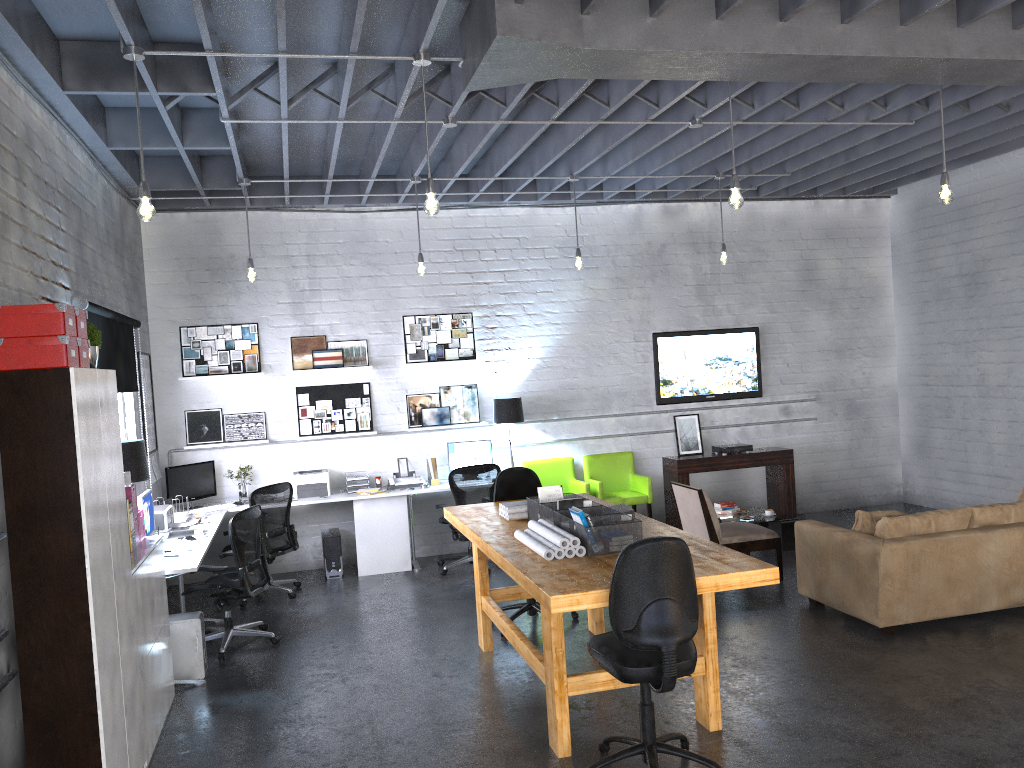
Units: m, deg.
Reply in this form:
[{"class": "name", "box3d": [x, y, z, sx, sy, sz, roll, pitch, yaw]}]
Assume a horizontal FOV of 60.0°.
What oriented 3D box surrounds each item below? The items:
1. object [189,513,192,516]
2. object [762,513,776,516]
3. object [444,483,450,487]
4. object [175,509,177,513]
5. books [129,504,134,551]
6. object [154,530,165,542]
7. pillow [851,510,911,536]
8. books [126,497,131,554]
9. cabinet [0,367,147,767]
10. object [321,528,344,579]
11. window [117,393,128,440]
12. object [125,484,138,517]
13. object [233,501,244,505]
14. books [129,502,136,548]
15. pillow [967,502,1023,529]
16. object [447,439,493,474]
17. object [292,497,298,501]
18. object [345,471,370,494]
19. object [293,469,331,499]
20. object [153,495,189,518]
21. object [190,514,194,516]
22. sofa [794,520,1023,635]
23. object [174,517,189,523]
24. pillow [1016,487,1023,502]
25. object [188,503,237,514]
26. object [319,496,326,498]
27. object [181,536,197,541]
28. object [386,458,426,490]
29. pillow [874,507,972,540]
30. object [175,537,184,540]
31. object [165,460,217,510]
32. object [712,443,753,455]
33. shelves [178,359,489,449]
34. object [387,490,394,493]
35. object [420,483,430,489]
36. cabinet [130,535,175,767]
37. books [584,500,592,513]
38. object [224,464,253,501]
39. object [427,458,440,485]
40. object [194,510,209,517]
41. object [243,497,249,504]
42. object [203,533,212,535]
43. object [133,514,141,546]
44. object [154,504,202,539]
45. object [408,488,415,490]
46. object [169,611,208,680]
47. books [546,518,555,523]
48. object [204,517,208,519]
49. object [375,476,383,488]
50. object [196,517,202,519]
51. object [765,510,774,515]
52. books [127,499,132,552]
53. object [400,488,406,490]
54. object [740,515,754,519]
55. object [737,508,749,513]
[{"class": "object", "box3d": [-2.933, 1.182, 8.034, 0.048, 0.012, 0.111, -4, 1, -34]}, {"class": "object", "box3d": [2.556, 1.301, 8.807, 0.131, 0.016, 0.131, -4, 1, -7]}, {"class": "object", "box3d": [-0.465, 0.999, 8.949, 0.422, 0.028, 0.181, -4, 1, -19]}, {"class": "object", "box3d": [-3.111, 1.130, 8.025, 0.155, 0.141, 0.088, -4, 2, 1]}, {"class": "books", "box3d": [-2.298, 0.833, 5.081, 0.219, 0.267, 0.060, -4, 2, -9]}, {"class": "object", "box3d": [-2.676, 1.152, 6.675, 0.082, 0.091, 0.090, -3, 2, 11]}, {"class": "pillow", "box3d": [2.637, 1.079, 6.358, 0.523, 0.403, 0.319, -4, 2, 6]}, {"class": "books", "box3d": [-2.253, 0.794, 4.963, 0.197, 0.339, 0.065, -4, 2, -14]}, {"class": "cabinet", "box3d": [-1.944, 0.962, 3.992, 0.291, 2.048, 0.873, -4, 2, -14]}, {"class": "object", "box3d": [-1.792, 1.682, 8.829, 0.180, 0.411, 0.476, -4, 2, -14]}, {"class": "window", "box3d": [-3.083, 0.201, 6.645, 0.030, 1.220, 1.821, -4, 1, -14]}, {"class": "object", "box3d": [-2.351, 0.701, 5.260, 0.214, 0.177, 0.161, -4, 2, -14]}, {"class": "object", "box3d": [-2.628, 1.142, 8.512, 0.114, 0.036, 0.058, -3, 1, 26]}, {"class": "books", "box3d": [-2.313, 0.831, 5.140, 0.220, 0.271, 0.082, -4, 2, -14]}, {"class": "pillow", "box3d": [3.477, 1.027, 6.346, 0.666, 0.402, 0.291, -4, 2, -14]}, {"class": "object", "box3d": [-0.437, 0.797, 9.248, 0.465, 0.417, 0.212, -4, 2, -9]}, {"class": "object", "box3d": [-2.140, 1.117, 8.573, 0.103, 0.021, 0.131, -4, 1, -34]}, {"class": "object", "box3d": [-1.569, 0.993, 8.984, 0.229, 0.181, 0.316, -4, 1, -14]}, {"class": "object", "box3d": [-2.007, 0.995, 8.882, 0.351, 0.235, 0.350, -4, 1, -14]}, {"class": "object", "box3d": [-2.987, 1.096, 7.711, 0.324, 0.208, 0.233, -4, 2, -14]}, {"class": "object", "box3d": [-2.898, 1.179, 7.921, 0.138, 0.020, 0.030, -4, 1, -8]}, {"class": "sofa", "box3d": [3.409, 1.281, 6.585, 2.329, 0.629, 1.104, -4, 1, -14]}, {"class": "object", "box3d": [-2.906, 1.167, 7.382, 0.392, 0.064, 0.259, -4, 1, -14]}, {"class": "pillow", "box3d": [4.219, 0.988, 6.893, 0.238, 0.375, 0.749, -4, 1, -14]}, {"class": "object", "box3d": [-2.791, 1.161, 8.276, 0.181, 0.028, 0.421, -3, 1, 36]}, {"class": "object", "box3d": [-1.835, 1.099, 8.610, 0.075, 0.016, 0.017, -3, 2, 11]}, {"class": "object", "box3d": [-2.442, 1.164, 6.694, 0.114, 0.036, 0.058, -4, 1, -24]}, {"class": "object", "box3d": [-1.111, 0.912, 9.090, 0.405, 0.280, 0.399, -4, 1, -14]}, {"class": "pillow", "box3d": [2.822, 1.072, 6.185, 0.704, 0.402, 0.291, -4, 2, -14]}, {"class": "object", "box3d": [-2.529, 1.179, 6.754, 0.076, 0.016, 0.017, -4, 2, -24]}, {"class": "object", "box3d": [-3.072, 0.975, 8.471, 0.147, 0.427, 0.559, -3, 2, 23]}, {"class": "object", "box3d": [2.472, 0.731, 9.954, 0.370, 0.082, 0.266, -4, 1, -14]}, {"class": "shelves", "box3d": [-1.754, 0.185, 9.016, 3.023, 0.694, 0.199, -4, 2, -14]}, {"class": "object", "box3d": [-1.196, 1.060, 8.752, 0.008, 0.007, 0.141, -3, 1, 20]}, {"class": "object", "box3d": [-0.870, 1.015, 8.867, 0.095, 0.050, 0.095, -2, 2, 45]}, {"class": "cabinet", "box3d": [-2.255, 1.478, 4.993, 0.465, 1.022, 1.151, -4, 2, -14]}, {"class": "books", "box3d": [0.406, 0.789, 5.297, 0.143, 0.188, 0.061, -4, 2, -14]}, {"class": "object", "box3d": [-2.672, 0.977, 8.751, 0.271, 0.363, 0.297, -3, 2, 31]}, {"class": "object", "box3d": [-0.815, 0.902, 9.157, 0.087, 0.259, 0.236, -4, 2, -14]}, {"class": "object", "box3d": [-2.781, 1.155, 7.936, 0.130, 0.049, 0.130, -4, 1, 3]}, {"class": "object", "box3d": [-2.398, 1.104, 8.550, 0.278, 0.081, 0.411, -5, 2, -44]}, {"class": "object", "box3d": [-2.358, 1.161, 6.881, 0.025, 0.021, 0.119, -3, 1, 13]}, {"class": "object", "box3d": [-2.340, 0.877, 5.266, 0.213, 0.177, 0.161, -4, 2, -14]}, {"class": "object", "box3d": [-2.713, 1.079, 6.990, 0.485, 0.230, 0.420, -4, 1, -14]}, {"class": "object", "box3d": [-1.003, 1.042, 8.820, 0.076, 0.016, 0.017, -3, 2, 36]}, {"class": "object", "box3d": [-2.302, 1.769, 5.912, 0.478, 0.411, 0.200, -4, 2, -14]}, {"class": "books", "box3d": [0.347, 0.833, 5.422, 0.248, 0.021, 0.176, -4, 1, -14]}, {"class": "object", "box3d": [-2.689, 1.168, 7.759, 0.071, 0.020, 0.058, -3, 2, 40]}, {"class": "object", "box3d": [-1.366, 1.006, 9.078, 0.093, 0.116, 0.067, -4, 2, -14]}, {"class": "object", "box3d": [-2.733, 1.174, 7.753, 0.057, 0.013, 0.013, -4, 2, -22]}, {"class": "object", "box3d": [2.556, 1.277, 8.808, 0.077, 0.052, 0.080, -3, 2, 34]}, {"class": "books", "box3d": [-2.255, 0.813, 5.038, 0.159, 0.299, 0.026, -4, 2, -14]}, {"class": "object", "box3d": [-1.087, 1.047, 8.850, 0.011, 0.011, 0.125, -3, 1, 24]}, {"class": "object", "box3d": [2.318, 1.309, 8.744, 0.137, 0.031, 0.137, -3, 1, 12]}, {"class": "object", "box3d": [2.358, 1.296, 9.117, 0.151, 0.040, 0.151, -4, 1, 4]}]
